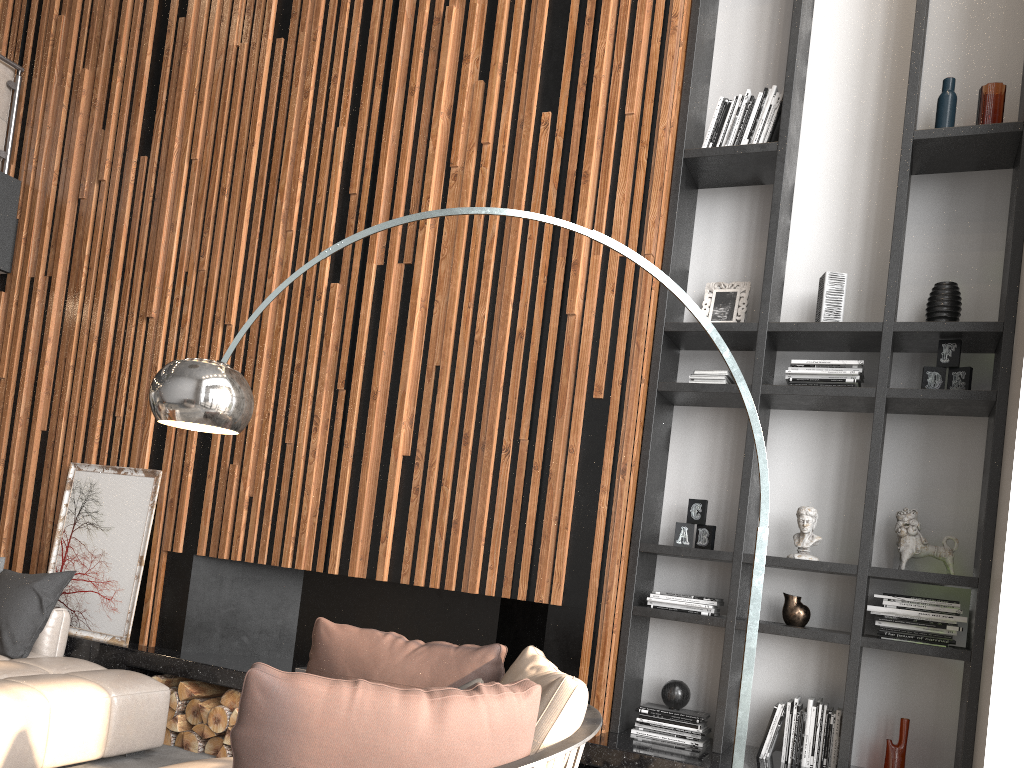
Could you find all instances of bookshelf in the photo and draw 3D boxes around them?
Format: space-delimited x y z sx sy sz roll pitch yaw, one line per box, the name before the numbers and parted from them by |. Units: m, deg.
bookshelf | 1.485 -0.969 3.937 1.451 5.264 0.342 6 -2 24

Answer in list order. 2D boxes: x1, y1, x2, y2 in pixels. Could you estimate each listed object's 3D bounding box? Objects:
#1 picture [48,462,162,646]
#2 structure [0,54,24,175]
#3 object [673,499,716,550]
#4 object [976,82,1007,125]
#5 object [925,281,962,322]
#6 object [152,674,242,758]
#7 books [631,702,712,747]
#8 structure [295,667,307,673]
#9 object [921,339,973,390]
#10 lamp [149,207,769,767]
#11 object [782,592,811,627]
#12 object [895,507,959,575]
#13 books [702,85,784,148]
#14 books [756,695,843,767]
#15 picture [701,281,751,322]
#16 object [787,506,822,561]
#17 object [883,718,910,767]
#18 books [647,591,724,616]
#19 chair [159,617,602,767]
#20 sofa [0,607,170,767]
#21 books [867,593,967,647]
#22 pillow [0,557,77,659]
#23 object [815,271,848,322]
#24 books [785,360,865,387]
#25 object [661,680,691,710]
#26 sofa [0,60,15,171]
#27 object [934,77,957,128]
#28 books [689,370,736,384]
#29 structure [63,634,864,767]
picture | -2.388 0.963 5.059 0.725 0.989 0.103 4 -3 24
structure | -5.576 -2.215 4.454 3.358 0.731 4.316 2 -12 24
object | 0.858 0.655 4.079 0.187 0.233 0.060 4 -3 22
object | 2.021 -1.137 3.701 0.101 0.228 0.103 6 -4 9
object | 1.846 -0.317 3.745 0.140 0.215 0.143 5 -5 15
object | -0.210 1.822 4.079 4.017 0.387 0.444 1 -9 25
books | 0.745 1.566 4.043 0.336 0.126 0.224 2 -10 24
structure | -0.766 1.572 4.616 0.707 0.102 0.306 2 -11 24
object | 1.818 -0.066 3.651 0.187 0.231 0.060 4 -4 27
lamp | -0.199 0.565 2.803 2.032 2.313 0.322 7 -2 1
object | 1.260 1.003 3.882 0.103 0.141 0.100 10 -6 -28
object | 1.752 0.666 3.707 0.251 0.278 0.133 5 -4 17
books | 1.095 -1.196 4.107 0.365 0.296 0.189 3 -6 24
books | 1.259 1.503 3.808 0.331 0.284 0.177 3 -6 24
picture | 1.011 -0.359 4.152 0.215 0.268 0.116 4 -4 25
object | 1.296 0.662 3.868 0.138 0.242 0.138 9 -5 -25
object | 1.588 1.514 3.622 0.083 0.263 0.081 10 -4 -44
books | 0.801 1.012 4.040 0.321 0.077 0.223 2 -11 24
chair | -0.513 1.214 2.636 1.504 0.889 1.445 14 -11 -38
sofa | -3.161 1.104 3.460 1.866 0.808 3.316 2 -12 24
books | 1.689 0.987 3.668 0.371 0.188 0.222 2 -8 25
pillow | -3.077 1.153 4.541 1.404 0.541 0.762 14 -11 -35
object | 1.422 -0.355 3.906 0.104 0.257 0.105 7 -3 5
books | 1.386 -0.018 3.885 0.321 0.127 0.223 2 -10 24
object | 0.756 1.437 4.044 0.134 0.131 0.137 6 -7 4
sofa | -4.716 -1.987 5.170 2.275 0.772 2.327 2 -11 24
object | 1.868 -1.169 3.768 0.079 0.290 0.078 8 -3 -29
books | 0.944 -0.001 4.092 0.174 0.071 0.334 2 -12 24
structure | -1.214 1.768 4.726 6.496 0.454 0.681 2 -10 24
